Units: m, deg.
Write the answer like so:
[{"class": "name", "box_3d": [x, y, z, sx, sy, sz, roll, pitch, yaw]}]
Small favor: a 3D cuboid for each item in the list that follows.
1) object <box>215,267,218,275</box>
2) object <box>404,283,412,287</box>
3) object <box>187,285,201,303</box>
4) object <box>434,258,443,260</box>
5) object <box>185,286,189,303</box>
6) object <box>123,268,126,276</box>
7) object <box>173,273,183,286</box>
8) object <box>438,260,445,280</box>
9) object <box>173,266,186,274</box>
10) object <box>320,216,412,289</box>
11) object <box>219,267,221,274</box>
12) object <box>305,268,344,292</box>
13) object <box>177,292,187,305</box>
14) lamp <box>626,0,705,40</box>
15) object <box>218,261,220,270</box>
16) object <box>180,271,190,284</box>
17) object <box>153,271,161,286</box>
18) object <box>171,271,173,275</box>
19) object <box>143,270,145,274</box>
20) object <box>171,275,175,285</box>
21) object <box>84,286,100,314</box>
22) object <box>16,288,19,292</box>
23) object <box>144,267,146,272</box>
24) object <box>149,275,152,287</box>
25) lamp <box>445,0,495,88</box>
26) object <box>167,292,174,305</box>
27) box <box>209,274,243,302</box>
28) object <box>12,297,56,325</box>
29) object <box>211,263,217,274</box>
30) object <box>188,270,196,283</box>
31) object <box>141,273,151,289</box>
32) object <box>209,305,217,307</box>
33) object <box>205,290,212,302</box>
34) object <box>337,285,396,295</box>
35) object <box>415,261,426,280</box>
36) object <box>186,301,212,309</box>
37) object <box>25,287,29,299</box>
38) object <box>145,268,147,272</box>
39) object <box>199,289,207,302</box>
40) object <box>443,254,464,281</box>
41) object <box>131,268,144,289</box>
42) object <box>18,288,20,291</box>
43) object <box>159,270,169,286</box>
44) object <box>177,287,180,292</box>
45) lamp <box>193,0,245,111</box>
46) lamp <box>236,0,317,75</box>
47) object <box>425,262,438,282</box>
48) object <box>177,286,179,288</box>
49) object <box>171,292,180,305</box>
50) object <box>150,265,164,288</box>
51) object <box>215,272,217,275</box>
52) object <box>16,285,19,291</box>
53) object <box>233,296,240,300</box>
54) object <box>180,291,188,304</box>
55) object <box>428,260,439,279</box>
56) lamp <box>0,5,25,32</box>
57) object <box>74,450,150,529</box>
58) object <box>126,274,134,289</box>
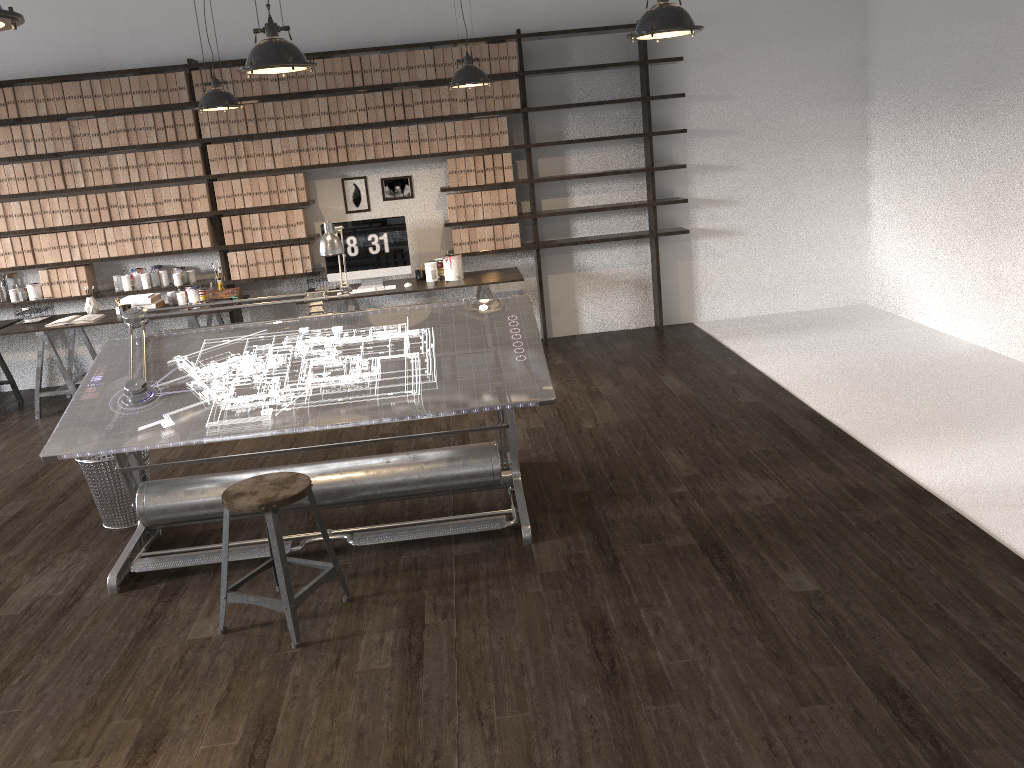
[{"class": "object", "box_3d": [-2.252, -0.815, 6.798, 0.053, 0.180, 0.006, 5, 17, 39]}, {"class": "object", "box_3d": [-0.782, -0.747, 6.669, 0.059, 0.028, 0.107, -7, 15, -6]}, {"class": "object", "box_3d": [-2.432, -0.682, 6.800, 0.105, 0.140, 0.105, -4, 14, 5]}, {"class": "object", "box_3d": [-0.568, -0.920, 7.016, 0.094, 0.143, 0.096, -2, 14, 14]}, {"class": "object", "box_3d": [-2.487, -0.699, 6.903, 0.095, 0.126, 0.095, -7, 14, -7]}, {"class": "object", "box_3d": [-3.061, -0.839, 7.040, 0.041, 0.167, 0.009, -5, 13, 0]}, {"class": "object", "box_3d": [-2.622, -0.821, 6.951, 0.062, 0.094, 0.062, 2, 15, 28]}, {"class": "object", "box_3d": [-0.535, -0.881, 6.860, 0.068, 0.153, 0.069, -12, 15, -26]}, {"class": "object", "box_3d": [-2.662, -0.872, 7.104, 0.094, 0.128, 0.096, -9, 14, -15]}, {"class": "object", "box_3d": [-1.115, -1.010, 6.834, 0.643, 0.512, 0.207, -6, 13, -3]}, {"class": "object", "box_3d": [-2.240, -0.812, 6.783, 0.071, 0.184, 0.008, 5, 17, 39]}, {"class": "object", "box_3d": [-1.459, -0.817, 6.912, 0.284, 0.159, 0.206, -8, 15, -10]}, {"class": "object", "box_3d": [-2.540, -0.655, 6.811, 0.062, 0.093, 0.062, -18, 18, -42]}, {"class": "lamp", "box_3d": [0.513, -2.488, 3.329, 0.312, 2.227, 0.315, -11, 14, -23]}, {"class": "object", "box_3d": [-2.242, -0.835, 6.796, 0.007, 0.226, 0.020, 1, 14, 28]}, {"class": "object", "box_3d": [-2.586, -0.839, 7.006, 0.063, 0.093, 0.063, 2, 15, 28]}, {"class": "object", "box_3d": [-2.817, -0.835, 7.033, 0.044, 0.126, 0.045, -2, 13, 14]}, {"class": "object", "box_3d": [-2.680, -0.842, 7.005, 0.004, 0.103, 0.035, -7, 13, -4]}, {"class": "object", "box_3d": [-2.896, -0.838, 7.015, 0.004, 0.128, 0.035, -1, 14, 21]}, {"class": "object", "box_3d": [-2.669, -0.826, 7.026, 0.054, 0.080, 0.055, -9, 14, -12]}, {"class": "object", "box_3d": [-3.257, -0.650, 6.845, 0.102, 0.207, 0.102, 6, 18, 41]}, {"class": "object", "box_3d": [-3.841, -0.703, 6.911, 0.035, 0.102, 0.004, -7, 13, -7]}, {"class": "object", "box_3d": [-2.885, -0.845, 7.001, 0.004, 0.167, 0.030, -1, 14, 19]}, {"class": "object", "box_3d": [-2.878, -0.815, 7.032, 0.054, 0.100, 0.055, -2, 14, 13]}, {"class": "lamp", "box_3d": [-0.366, -2.948, 5.296, 0.311, 2.227, 0.316, -1, 14, 21]}, {"class": "object", "box_3d": [-2.648, -0.668, 6.896, 0.062, 0.093, 0.062, 5, 17, 37]}, {"class": "box", "box_3d": [-2.204, -0.741, 6.790, 0.212, 0.205, 0.139, -6, 14, -3]}, {"class": "object", "box_3d": [-3.614, -0.554, 6.710, 0.204, 0.159, 0.287, -6, 15, -3]}, {"class": "object", "box_3d": [-2.259, -0.822, 6.782, 0.055, 0.211, 0.007, -5, 13, 4]}, {"class": "object", "box_3d": [-2.556, -0.859, 7.067, 0.062, 0.094, 0.062, 2, 15, 28]}, {"class": "object", "box_3d": [-2.869, -0.805, 6.945, 0.062, 0.118, 0.062, -15, 16, -33]}, {"class": "object", "box_3d": [-2.207, -0.592, 6.636, 0.159, 0.005, 0.005, -17, 18, -36]}, {"class": "object", "box_3d": [-2.340, -0.674, 6.835, 0.060, 0.088, 0.060, -5, 14, 2]}, {"class": "object", "box_3d": [-1.089, -0.702, 6.641, 0.439, 0.017, 0.120, -8, 15, -7]}, {"class": "object", "box_3d": [-0.718, -0.889, 6.967, 0.097, 0.141, 0.092, -11, 15, -23]}, {"class": "object", "box_3d": [-2.330, -0.598, 6.630, 0.198, 0.050, 0.133, -15, 18, -31]}, {"class": "object", "box_3d": [-3.808, -0.714, 6.983, 0.045, 0.100, 0.045, -6, 13, 0]}, {"class": "object", "box_3d": [-2.878, -0.848, 7.007, 0.005, 0.147, 0.036, -1, 14, 20]}, {"class": "object", "box_3d": [-2.361, -0.665, 6.768, 0.049, 0.110, 0.049, -5, 13, 1]}, {"class": "object", "box_3d": [-0.450, -0.890, 6.794, 0.144, 0.194, 0.146, -13, 16, -30]}, {"class": "object", "box_3d": [-2.960, -0.835, 7.025, 0.095, 0.160, 0.095, -7, 14, -7]}, {"class": "object", "box_3d": [-3.847, -0.720, 6.927, 0.041, 0.123, 0.008, -9, 13, -14]}, {"class": "object", "box_3d": [-2.757, -0.836, 7.018, 0.062, 0.118, 0.062, -15, 16, -33]}, {"class": "object", "box_3d": [-2.585, -0.701, 6.916, 0.036, 0.116, 0.005, -5, 13, 2]}, {"class": "lamp", "box_3d": [-1.909, -2.777, 5.215, 0.311, 2.227, 0.316, -1, 14, 21]}, {"class": "lamp", "box_3d": [-1.030, -2.317, 3.248, 0.311, 2.227, 0.316, -1, 14, 21]}, {"class": "object", "box_3d": [-0.619, -0.861, 6.818, 0.094, 0.143, 0.095, 0, 15, 22]}, {"class": "object", "box_3d": [-2.593, -0.701, 6.921, 0.029, 0.132, 0.004, -5, 13, 1]}, {"class": "object", "box_3d": [-2.598, -0.660, 6.851, 0.063, 0.092, 0.064, 5, 17, 37]}, {"class": "object", "box_3d": [-2.832, -0.852, 7.042, 0.094, 0.160, 0.208, -6, 14, -1]}, {"class": "object", "box_3d": [-2.248, -0.797, 6.781, 0.008, 0.151, 0.038, 7, 18, 45]}, {"class": "object", "box_3d": [-3.850, -0.711, 6.924, 0.028, 0.125, 0.004, -7, 13, -5]}, {"class": "object", "box_3d": [-2.094, -0.644, 6.726, 0.049, 0.037, 0.049, -5, 14, 1]}, {"class": "object", "box_3d": [-2.545, -0.672, 6.872, 0.045, 0.100, 0.045, -6, 13, -3]}, {"class": "object", "box_3d": [-0.599, -0.891, 6.921, 0.096, 0.141, 0.097, -2, 14, 14]}, {"class": "lamp", "box_3d": [-1.321, -1.842, 1.655, 0.311, 2.240, 0.316, -1, 14, 21]}, {"class": "object", "box_3d": [-1.938, 0.497, 4.387, 0.353, 0.373, 0.357, -1, 15, 18]}, {"class": "object", "box_3d": [-3.018, -0.805, 6.994, 0.045, 0.126, 0.045, -6, 13, -3]}]
